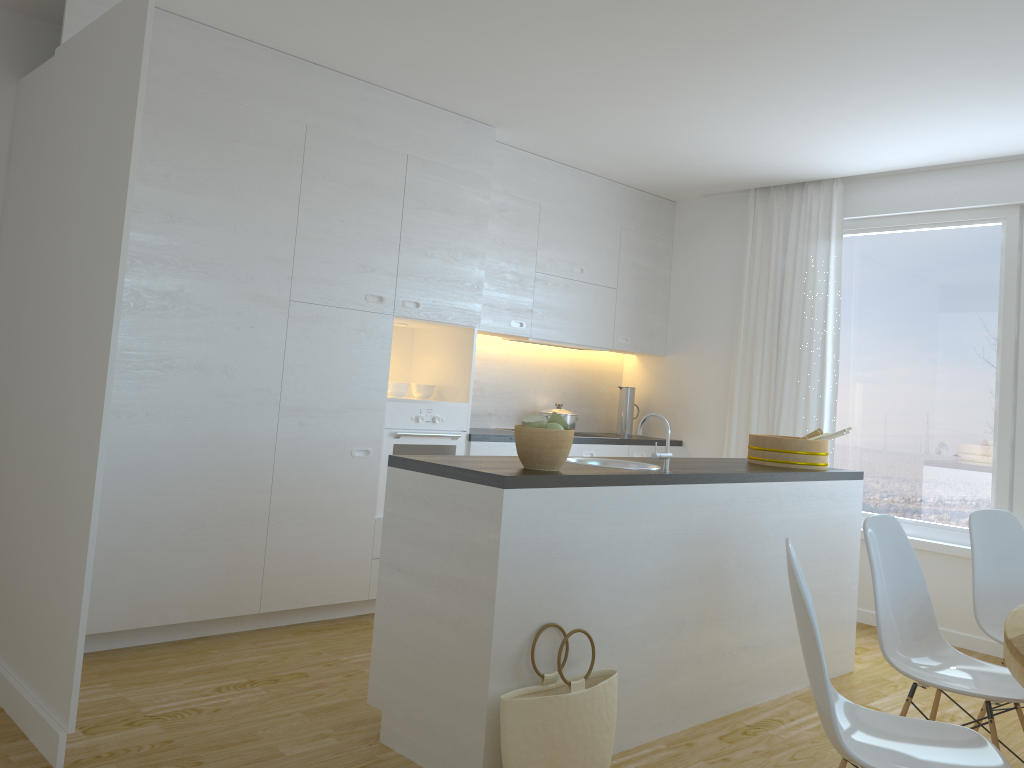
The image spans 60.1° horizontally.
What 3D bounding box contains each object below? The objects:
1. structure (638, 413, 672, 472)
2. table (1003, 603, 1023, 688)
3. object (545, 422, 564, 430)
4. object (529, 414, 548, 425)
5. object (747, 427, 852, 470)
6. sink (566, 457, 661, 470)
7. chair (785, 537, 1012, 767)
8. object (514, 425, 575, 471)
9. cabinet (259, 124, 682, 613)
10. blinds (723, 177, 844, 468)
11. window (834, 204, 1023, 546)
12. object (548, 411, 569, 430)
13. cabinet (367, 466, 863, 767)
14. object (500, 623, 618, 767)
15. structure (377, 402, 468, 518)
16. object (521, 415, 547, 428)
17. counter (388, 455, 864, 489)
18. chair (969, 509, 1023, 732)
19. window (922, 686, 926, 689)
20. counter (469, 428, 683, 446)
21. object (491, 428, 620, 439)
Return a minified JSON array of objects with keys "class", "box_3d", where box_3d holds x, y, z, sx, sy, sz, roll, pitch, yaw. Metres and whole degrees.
[{"class":"structure","box_3d":[0.521,0.217,3.355,0.096,0.216,0.162,8,-4,-43]},{"class":"table","box_3d":[1.927,1.015,2.142,2.181,0.728,1.195,5,-2,-45]},{"class":"object","box_3d":[0.142,0.173,3.005,0.081,0.086,0.097,4,-2,11]},{"class":"object","box_3d":[0.087,0.154,3.065,0.102,0.099,0.086,5,-3,-22]},{"class":"object","box_3d":[1.381,0.295,4.354,0.429,0.215,0.378,5,-1,-15]},{"class":"sink","box_3d":[0.384,0.390,3.512,0.404,0.157,0.403,5,-1,-2]},{"class":"chair","box_3d":[0.877,0.844,2.034,0.523,0.905,0.428,4,-4,17]},{"class":"object","box_3d":[0.106,0.219,3.019,0.205,0.142,0.205,4,-2,8]},{"class":"cabinet","box_3d":[-0.078,-0.006,5.420,3.189,2.310,0.481,6,-4,-43]},{"class":"blinds","box_3d":[1.742,-0.299,5.748,0.149,2.169,0.795,8,-5,-44]},{"class":"window","box_3d":[2.795,-0.041,4.888,0.088,1.925,2.729,8,-4,-43]},{"class":"object","box_3d":[0.164,0.131,3.070,0.074,0.072,0.077,5,-2,-18]},{"class":"cabinet","box_3d":[0.602,0.832,3.673,2.391,0.913,0.601,5,-3,-43]},{"class":"object","box_3d":[0.586,1.032,2.526,1.191,0.503,0.469,4,-2,24]},{"class":"structure","box_3d":[-0.465,0.408,4.747,0.558,0.598,0.049,7,-4,-43]},{"class":"object","box_3d":[0.072,0.138,2.978,0.083,0.065,0.086,6,-2,-31]},{"class":"counter","box_3d":[0.639,0.358,3.706,2.391,0.040,0.601,5,-1,-43]},{"class":"chair","box_3d":[1.900,0.933,3.112,0.429,0.905,0.522,6,-3,-23]},{"class":"window","box_3d":[1.936,-0.080,1.554,1.872,2.062,2.551,7,-3,-43]},{"class":"counter","box_3d":[0.288,0.348,5.852,1.993,0.040,0.601,5,-1,-43]},{"class":"object","box_3d":[0.290,0.331,5.858,0.651,0.013,0.562,5,-1,-43]}]
